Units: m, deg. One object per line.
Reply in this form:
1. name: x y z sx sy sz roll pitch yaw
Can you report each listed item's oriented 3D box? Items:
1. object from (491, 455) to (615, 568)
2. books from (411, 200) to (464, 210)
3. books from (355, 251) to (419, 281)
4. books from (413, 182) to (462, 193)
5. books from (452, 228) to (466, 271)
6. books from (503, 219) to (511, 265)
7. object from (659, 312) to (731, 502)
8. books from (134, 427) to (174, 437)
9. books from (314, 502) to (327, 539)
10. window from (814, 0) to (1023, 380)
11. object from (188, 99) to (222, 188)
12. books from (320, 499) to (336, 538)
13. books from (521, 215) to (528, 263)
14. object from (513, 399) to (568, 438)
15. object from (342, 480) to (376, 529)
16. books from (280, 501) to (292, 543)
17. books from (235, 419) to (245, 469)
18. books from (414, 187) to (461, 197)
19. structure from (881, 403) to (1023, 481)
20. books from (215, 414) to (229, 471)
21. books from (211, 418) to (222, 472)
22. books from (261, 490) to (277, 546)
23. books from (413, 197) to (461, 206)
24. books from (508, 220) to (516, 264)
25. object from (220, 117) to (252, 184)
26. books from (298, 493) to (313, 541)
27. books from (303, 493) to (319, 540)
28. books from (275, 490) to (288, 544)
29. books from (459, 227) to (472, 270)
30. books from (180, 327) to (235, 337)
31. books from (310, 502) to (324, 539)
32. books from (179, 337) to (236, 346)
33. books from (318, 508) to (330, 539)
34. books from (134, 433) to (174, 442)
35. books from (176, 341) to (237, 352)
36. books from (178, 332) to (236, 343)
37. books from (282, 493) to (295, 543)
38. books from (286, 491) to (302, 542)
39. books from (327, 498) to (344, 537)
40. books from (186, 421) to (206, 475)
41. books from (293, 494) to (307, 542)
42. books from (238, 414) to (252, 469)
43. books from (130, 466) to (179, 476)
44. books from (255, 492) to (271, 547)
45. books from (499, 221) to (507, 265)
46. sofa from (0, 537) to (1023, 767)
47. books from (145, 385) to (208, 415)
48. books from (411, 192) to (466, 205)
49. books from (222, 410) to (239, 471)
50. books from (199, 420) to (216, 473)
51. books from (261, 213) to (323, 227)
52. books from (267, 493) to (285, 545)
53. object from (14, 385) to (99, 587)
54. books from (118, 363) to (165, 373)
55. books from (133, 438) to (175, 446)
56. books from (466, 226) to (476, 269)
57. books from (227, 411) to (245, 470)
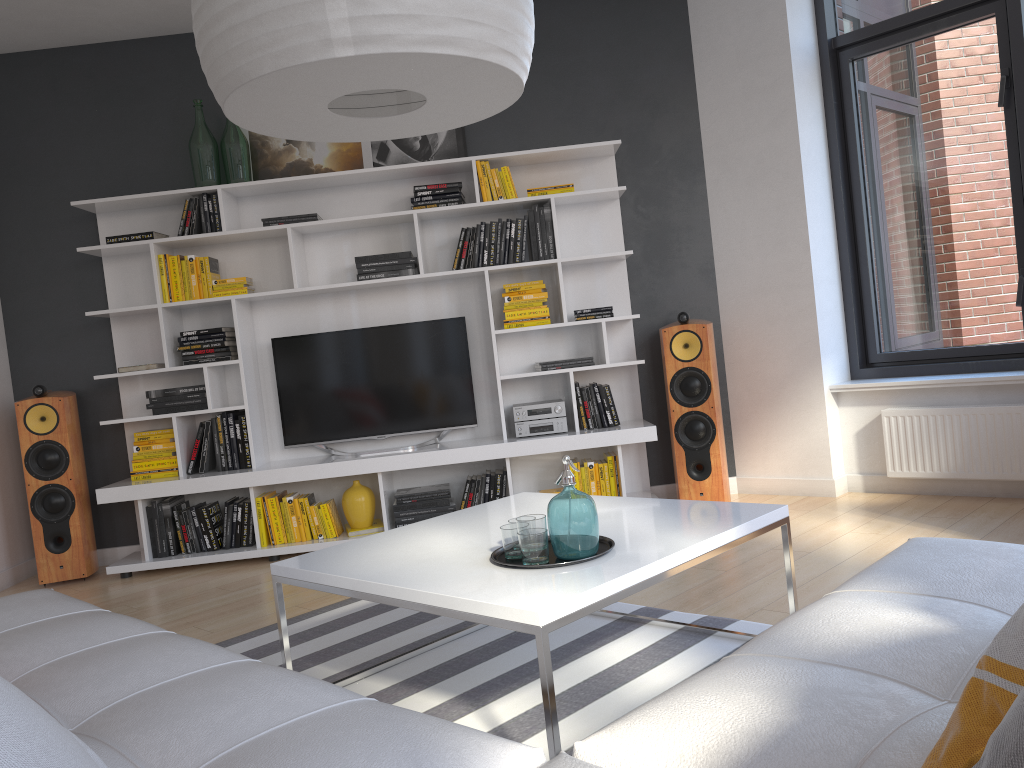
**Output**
1. object: 0.094 0.317 2.342 0.330 0.265 0.330 -7 3 -21
2. books: -0.408 -0.981 4.966 0.284 0.030 0.214 -6 2 3
3. books: -0.697 -0.650 4.993 0.343 0.137 0.277 -7 2 -5
4. books: -0.418 -1.087 4.970 0.266 0.030 0.209 -7 2 -7
5. books: -0.291 -0.743 4.958 0.104 0.234 0.182 -6 2 0
6. books: -0.029 -0.783 4.961 0.075 0.254 0.192 -7 2 -1
7. object: 1.023 0.139 4.953 0.290 1.088 0.434 -6 2 15
8. books: -1.998 0.271 5.048 0.234 0.024 0.171 -6 2 4
9. books: -1.044 0.750 4.891 0.046 0.187 0.134 -6 2 0
10. window: 2.530 -1.273 4.339 1.960 2.402 0.170 -4 3 45
11. object: -1.711 -1.323 4.914 0.157 0.507 0.157 -6 2 13
12. books: -1.000 0.742 4.894 0.067 0.193 0.148 -6 2 1
13. books: 0.068 -0.797 4.960 0.066 0.260 0.197 -6 2 0
14. object: 0.155 0.193 4.991 0.285 0.174 0.270 -6 2 0
15. object: -0.848 0.662 4.911 0.185 0.257 0.185 -7 3 -23
16. books: -1.232 0.752 4.896 0.042 0.230 0.156 -7 2 -2
17. books: -1.506 0.331 5.007 0.028 0.272 0.200 -6 2 0
18. books: -0.412 -1.060 4.960 0.246 0.026 0.180 -6 2 2
19. structure: 2.500 0.320 4.147 1.474 0.460 0.110 -4 3 45
20. books: -1.604 0.322 5.010 0.034 0.314 0.237 -6 2 0
21. books: -1.634 0.334 5.005 0.028 0.301 0.213 -6 2 0
22. books: -1.319 0.739 4.908 0.048 0.271 0.213 -6 2 0
23. books: -0.413 -1.006 4.969 0.264 0.020 0.189 -7 2 -2
24. books: -0.002 -0.781 4.948 0.071 0.243 0.179 -7 2 -1
25. object: -1.557 -1.343 4.972 0.157 0.507 0.157 -6 2 13
26. books: -1.132 0.735 4.911 0.043 0.235 0.171 -7 2 -2
27. books: -1.100 0.731 4.920 0.056 0.235 0.172 -7 2 -1
28. books: -1.253 0.734 4.913 0.038 0.267 0.202 -6 2 0
29. books: -0.258 -0.746 4.963 0.096 0.234 0.187 -6 2 0
30. books: -1.702 -0.291 4.973 0.246 0.026 0.180 -6 2 7
31. books: -1.065 0.752 4.898 0.056 0.188 0.138 -6 2 0
32. books: -1.702 -0.237 4.982 0.264 0.020 0.189 -6 2 3
33. books: -1.024 0.758 4.879 0.049 0.169 0.113 -7 2 -1
34. books: -1.985 0.295 5.025 0.234 0.024 0.171 -6 2 4
35. books: -1.698 -0.212 4.980 0.284 0.030 0.214 -6 2 8
36. books: -1.700 -0.264 5.001 0.284 0.030 0.214 -6 2 8
37. books: -1.213 0.736 4.900 0.041 0.252 0.180 -6 2 0
38. books: -1.187 0.733 4.910 0.055 0.252 0.185 -7 2 -2
39. books: -0.976 0.738 4.903 0.046 0.193 0.149 -6 2 1
40. books: -1.750 0.353 5.021 0.142 0.284 0.232 -6 2 0
41. books: -1.155 0.736 4.891 0.043 0.240 0.169 -7 2 -1
42. books: -1.468 0.316 5.009 0.051 0.297 0.230 -6 2 0
43. books: -1.978 0.480 5.020 0.269 0.025 0.213 -6 2 3
44. books: -1.357 0.744 4.887 0.029 0.270 0.204 -6 2 0
45. books: -0.050 -0.772 4.935 0.069 0.242 0.172 -6 2 1
46. sofa: -0.215 0.594 1.687 3.424 0.732 2.614 -4 3 45
47. books: -1.850 0.085 5.016 0.343 0.137 0.277 -6 2 0
48. books: -0.413 -1.033 4.988 0.284 0.030 0.214 -6 2 3
49. books: -1.572 0.313 5.013 0.026 0.326 0.237 -6 2 0
50. books: -1.699 0.345 5.003 0.100 0.289 0.210 -7 2 -1
51. books: -1.224 -0.897 4.959 0.310 0.047 0.250 -7 2 -5
52. books: -1.283 0.741 4.914 0.066 0.258 0.198 -6 2 0
53. object: -2.526 0.542 4.952 0.290 1.088 0.434 -7 2 -15
54. books: -2.060 -0.089 4.975 0.209 0.030 0.266 -7 2 -7
55. books: -1.991 0.320 5.030 0.238 0.023 0.167 -6 2 15
56. books: -0.227 -0.750 4.950 0.081 0.233 0.169 -7 2 -1
57. books: -1.542 0.315 5.013 0.034 0.315 0.239 -6 2 0
